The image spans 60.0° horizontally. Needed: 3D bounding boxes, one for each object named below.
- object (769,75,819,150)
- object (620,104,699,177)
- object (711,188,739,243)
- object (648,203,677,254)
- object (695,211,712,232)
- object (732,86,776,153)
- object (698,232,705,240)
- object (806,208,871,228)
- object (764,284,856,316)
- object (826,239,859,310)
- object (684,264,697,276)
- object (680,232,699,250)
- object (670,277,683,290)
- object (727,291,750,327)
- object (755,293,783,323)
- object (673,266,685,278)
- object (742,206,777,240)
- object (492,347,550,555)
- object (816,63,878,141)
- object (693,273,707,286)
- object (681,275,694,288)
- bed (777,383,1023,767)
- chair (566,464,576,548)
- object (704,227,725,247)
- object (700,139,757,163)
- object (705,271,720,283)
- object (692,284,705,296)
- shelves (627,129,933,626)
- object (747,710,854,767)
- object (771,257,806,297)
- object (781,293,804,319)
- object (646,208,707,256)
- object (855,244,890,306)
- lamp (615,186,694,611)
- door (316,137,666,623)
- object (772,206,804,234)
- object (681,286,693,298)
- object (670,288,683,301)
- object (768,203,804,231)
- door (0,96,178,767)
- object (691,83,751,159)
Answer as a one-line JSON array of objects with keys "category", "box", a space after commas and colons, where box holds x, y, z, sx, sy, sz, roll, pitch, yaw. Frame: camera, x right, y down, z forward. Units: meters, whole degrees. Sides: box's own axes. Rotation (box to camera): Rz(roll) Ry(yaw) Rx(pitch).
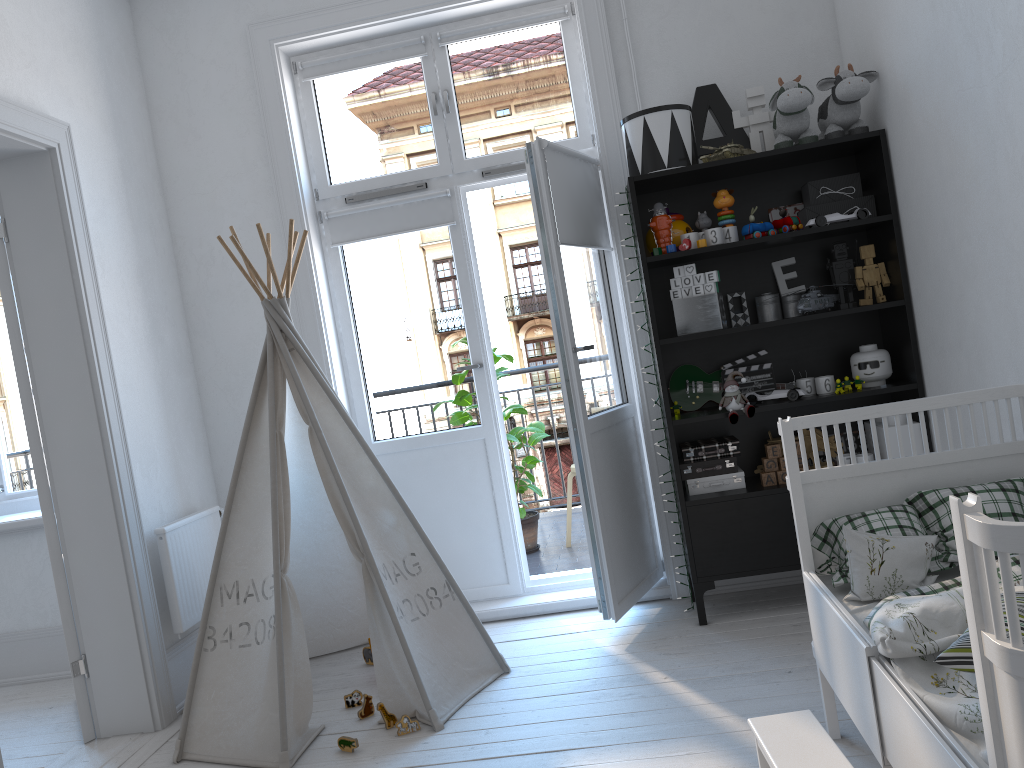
[{"category": "object", "box": [1.028, -0.980, 3.263, 0.154, 0.253, 0.370, -9, 2, 15]}, {"category": "object", "box": [0.600, -0.921, 3.438, 0.272, 0.259, 0.394, -8, 2, 36]}, {"category": "object", "box": [0.802, -0.625, 3.319, 0.077, 0.213, 0.077, -8, 3, 40]}, {"category": "object", "box": [0.570, -0.582, 3.325, 0.105, 0.203, 0.072, -9, 2, 15]}, {"category": "object", "box": [0.751, -0.593, 3.450, 0.063, 0.160, 0.063, -10, 2, -14]}, {"category": "object", "box": [0.960, -0.996, 3.436, 0.190, 0.291, 0.065, -9, 2, 12]}, {"category": "object", "box": [0.725, -0.539, 3.353, 0.067, 0.067, 0.067, -10, 2, -19]}, {"category": "object", "box": [1.185, -0.602, 3.228, 0.230, 0.048, 0.098, -9, 2, -3]}, {"category": "object", "box": [1.136, -0.316, 3.325, 0.368, 0.106, 0.349, -9, 2, 9]}, {"category": "object", "box": [1.261, -0.415, 3.357, 0.117, 0.259, 0.081, -9, 2, 7]}, {"category": "object", "box": [0.664, -0.424, 3.300, 0.040, 0.040, 0.040, -9, 2, 17]}, {"category": "object", "box": [0.667, -0.528, 3.316, 0.067, 0.067, 0.067, -9, 2, 8]}, {"category": "object", "box": [0.617, -0.376, 3.324, 0.040, 0.040, 0.040, -9, 2, 17]}, {"category": "object", "box": [0.896, -0.295, 3.506, 0.070, 0.135, 0.028, -9, 2, 7]}, {"category": "object", "box": [1.001, -0.299, 3.459, 0.095, 0.110, 0.095, -9, 2, 12]}, {"category": "object", "box": [0.626, -0.418, 3.316, 0.040, 0.040, 0.040, -9, 2, 12]}, {"category": "object", "box": [0.916, -0.598, 3.307, 0.121, 0.126, 0.087, -10, 2, -16]}, {"category": "object", "box": [-0.095, 0.334, 4.944, 0.720, 1.225, 0.489, -9, 2, 17]}, {"category": "object", "box": [1.177, -1.004, 3.248, 0.211, 0.253, 0.386, -10, 2, -9]}, {"category": "object", "box": [0.700, -0.389, 3.290, 0.040, 0.040, 0.040, -8, 2, 37]}, {"category": "object", "box": [0.658, -0.382, 3.307, 0.040, 0.040, 0.040, -9, 2, 27]}, {"category": "bed", "box": [1.002, 0.471, 1.642, 0.670, 0.833, 1.403, -9, 2, 7]}, {"category": "chair", "box": [0.531, 0.493, 4.853, 0.497, 0.716, 0.437, -11, 2, -38]}, {"category": "object", "box": [0.751, -0.541, 3.290, 0.067, 0.067, 0.067, -9, 2, 8]}, {"category": "object", "box": [0.790, -0.868, 3.309, 0.121, 0.100, 0.338, -8, 2, 42]}, {"category": "object", "box": [0.741, -0.395, 3.273, 0.040, 0.040, 0.040, -8, 2, 32]}, {"category": "object", "box": [0.694, -0.347, 3.296, 0.040, 0.040, 0.040, -9, 2, 22]}, {"category": "shelves", "box": [1.025, -0.008, 3.374, 0.911, 1.678, 0.353, -9, 2, 7]}, {"category": "object", "box": [0.533, 0.843, 1.746, 0.288, 0.246, 0.332, -9, 2, 2]}, {"category": "object", "box": [1.087, -0.420, 3.486, 0.107, 0.151, 0.055, -9, 2, 7]}, {"category": "object", "box": [1.089, -0.303, 3.365, 0.078, 0.091, 0.246, -9, 2, 2]}, {"category": "object", "box": [0.612, -0.586, 3.390, 0.197, 0.197, 0.318, -9, 2, 3]}, {"category": "object", "box": [1.331, -0.405, 3.287, 0.114, 0.221, 0.052, -9, 2, 7]}, {"category": "lamp", "box": [1.006, -0.011, 3.440, 0.985, 1.685, 0.095, -9, 2, 5]}, {"category": "door", "box": [-0.135, 0.037, 3.621, 1.264, 1.839, 0.636, -9, 2, 9]}, {"category": "object", "box": [1.029, -0.618, 3.335, 0.087, 0.112, 0.122, -10, 2, -22]}, {"category": "object", "box": [0.657, -0.341, 3.320, 0.040, 0.040, 0.040, -9, 2, 12]}, {"category": "object", "box": [0.618, -0.335, 3.327, 0.040, 0.040, 0.040, -9, 2, 22]}, {"category": "object", "box": [1.190, -0.654, 3.472, 0.347, 0.132, 0.037, -9, 2, 7]}, {"category": "door", "box": [-1.608, 0.192, 2.960, 0.505, 2.178, 1.465, -10, 2, -8]}, {"category": "object", "box": [0.789, -0.997, 3.487, 0.343, 0.344, 0.057, -9, 2, 7]}]
